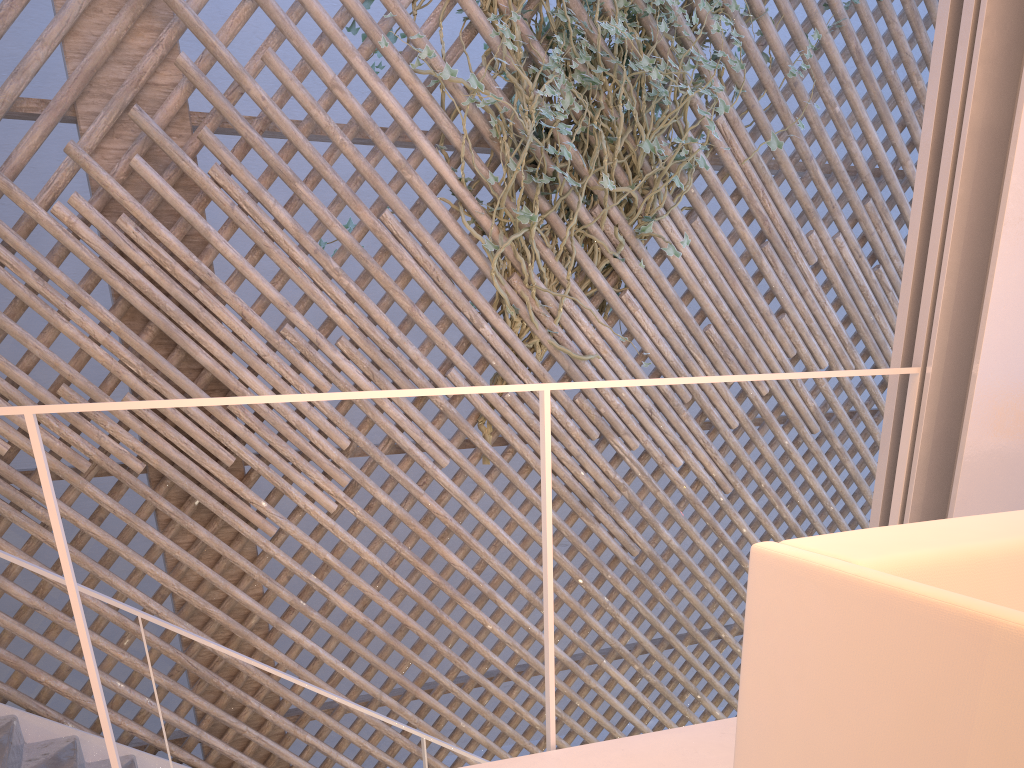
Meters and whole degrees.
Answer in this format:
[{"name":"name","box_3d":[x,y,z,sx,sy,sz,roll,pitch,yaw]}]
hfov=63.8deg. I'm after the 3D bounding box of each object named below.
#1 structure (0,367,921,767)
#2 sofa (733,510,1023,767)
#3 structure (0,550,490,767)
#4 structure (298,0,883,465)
[{"name":"structure","box_3d":[-0.216,0.304,1.022,1.687,0.621,0.025,-3,19,-17]},{"name":"sofa","box_3d":[0.771,0.318,0.757,0.976,0.407,0.462,-3,9,-18]},{"name":"structure","box_3d":[-0.557,1.031,1.912,1.930,2.150,1.083,-7,17,-23]},{"name":"structure","box_3d":[0.487,-1.186,2.323,2.315,2.982,0.672,-8,20,-24]}]
